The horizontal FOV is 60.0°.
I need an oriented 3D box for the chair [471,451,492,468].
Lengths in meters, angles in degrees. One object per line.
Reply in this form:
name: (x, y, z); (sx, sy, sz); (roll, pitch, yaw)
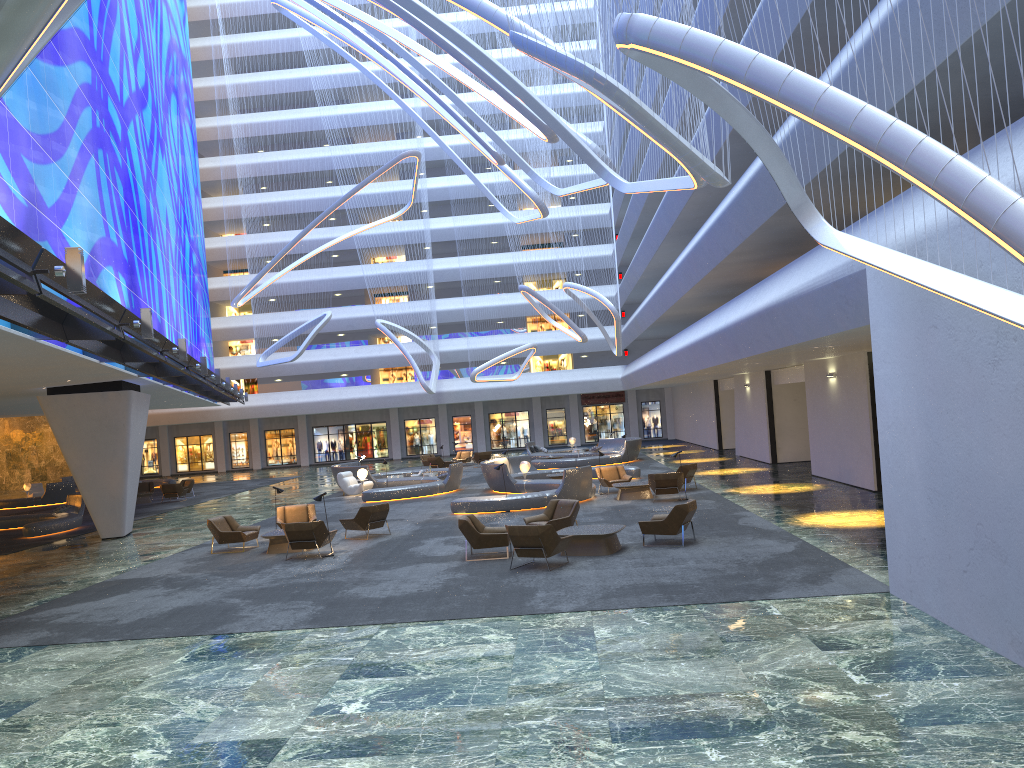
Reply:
chair: (-1.470, 3.736, 43.945); (0.928, 0.766, 0.940); (-4, -1, -19)

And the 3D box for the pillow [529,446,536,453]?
pillow: (1.115, 3.385, 45.987); (0.295, 0.369, 0.769); (-4, -1, 16)

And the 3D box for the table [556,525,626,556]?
table: (1.423, 2.827, 16.019); (1.204, 0.392, 1.202); (-5, -2, 21)

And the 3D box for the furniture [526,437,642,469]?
furniture: (3.340, 3.206, 42.840); (5.185, 0.969, 9.931); (-4, -2, 0)

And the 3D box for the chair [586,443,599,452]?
chair: (4.254, 3.305, 43.917); (0.940, 0.766, 0.928); (-5, -1, 36)

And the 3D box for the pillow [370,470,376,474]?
pillow: (-6.083, 3.780, 37.837); (0.443, 0.207, 0.445); (-3, -2, -36)

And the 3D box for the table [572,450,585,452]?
table: (3.394, 3.595, 45.386); (0.671, 0.406, 0.674); (-4, -1, -1)

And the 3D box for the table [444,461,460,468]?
table: (-3.266, 4.051, 43.894); (1.204, 0.392, 1.202); (-6, -2, 39)

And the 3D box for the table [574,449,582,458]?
table: (3.149, 3.395, 42.002); (0.418, 0.595, 0.428); (-4, 0, -1)

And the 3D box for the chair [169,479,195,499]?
chair: (-14.139, 4.502, 37.933); (0.931, 0.766, 0.937); (-5, -1, 41)

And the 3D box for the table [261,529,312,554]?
table: (-4.760, 3.393, 19.241); (1.203, 0.392, 1.203); (-4, -2, 3)

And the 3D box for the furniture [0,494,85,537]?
furniture: (-18.218, 4.367, 28.091); (9.935, 0.969, 5.183); (-5, -2, 20)

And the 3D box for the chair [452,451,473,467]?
chair: (-2.492, 3.866, 45.621); (0.930, 0.766, 0.938); (-5, -1, 22)

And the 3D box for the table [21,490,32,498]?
table: (-22.993, 5.362, 42.006); (0.418, 0.595, 0.427); (-4, 0, 2)

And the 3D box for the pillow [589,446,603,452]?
pillow: (4.017, 3.104, 42.572); (0.691, 0.262, 0.878); (-3, -2, -35)

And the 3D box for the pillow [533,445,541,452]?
pillow: (1.322, 3.345, 46.010); (0.315, 0.386, 0.784); (-5, -1, 18)

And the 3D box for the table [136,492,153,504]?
table: (-15.451, 4.739, 36.577); (1.202, 0.392, 1.205); (-3, -2, -32)

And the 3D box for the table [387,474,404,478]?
table: (-4.751, 3.918, 36.102); (0.674, 0.406, 0.670); (-5, -1, 22)

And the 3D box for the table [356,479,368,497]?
table: (-5.334, 3.710, 31.650); (0.417, 0.595, 0.428); (-4, -1, -23)

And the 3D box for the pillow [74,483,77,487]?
pillow: (-22.707, 5.160, 45.668); (0.281, 0.417, 0.759); (-4, -1, -4)

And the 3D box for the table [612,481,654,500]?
table: (3.371, 2.943, 24.434); (1.203, 0.392, 1.203); (-4, -2, 3)

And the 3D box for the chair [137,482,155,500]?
chair: (-15.846, 4.635, 38.073); (0.928, 0.766, 0.940); (-4, -1, -24)

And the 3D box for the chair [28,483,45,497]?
chair: (-23.001, 5.267, 42.943); (0.728, 0.882, 1.159); (-4, -1, -43)

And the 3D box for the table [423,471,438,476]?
table: (-3.252, 3.811, 36.300); (0.672, 0.406, 0.672); (-3, -2, -35)

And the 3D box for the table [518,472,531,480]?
table: (0.422, 3.190, 28.883); (0.418, 0.595, 0.427); (-4, 0, 2)

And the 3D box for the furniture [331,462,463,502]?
furniture: (-4.527, 3.518, 33.894); (5.184, 0.969, 9.933); (-4, -2, -5)

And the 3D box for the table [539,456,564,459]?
table: (1.838, 3.579, 41.085); (1.203, 0.392, 1.203); (-4, -2, 3)

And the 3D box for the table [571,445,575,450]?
table: (3.198, 3.540, 46.773); (0.417, 0.595, 0.428); (-4, -1, -43)

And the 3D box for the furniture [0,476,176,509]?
furniture: (-21.335, 5.089, 43.702); (5.190, 0.969, 9.922); (-5, -2, 20)

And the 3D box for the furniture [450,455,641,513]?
furniture: (0.743, 2.936, 27.923); (5.190, 0.969, 9.922); (-5, -2, 20)

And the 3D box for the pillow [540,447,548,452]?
pillow: (1.550, 3.429, 46.290); (0.875, 0.280, 0.684); (-6, -2, 40)

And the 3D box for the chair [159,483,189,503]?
chair: (-13.745, 4.412, 36.008); (0.929, 0.766, 0.939); (-4, -1, 1)

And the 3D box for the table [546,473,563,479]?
table: (1.758, 3.234, 29.854); (1.203, 0.392, 1.203); (-4, -2, 3)

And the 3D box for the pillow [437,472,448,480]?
pillow: (-2.190, 3.215, 31.142); (0.693, 0.262, 0.877); (-5, -2, 11)

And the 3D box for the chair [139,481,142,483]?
chair: (-19.524, 5.294, 46.086); (0.587, 0.501, 0.490); (-5, -1, 20)
